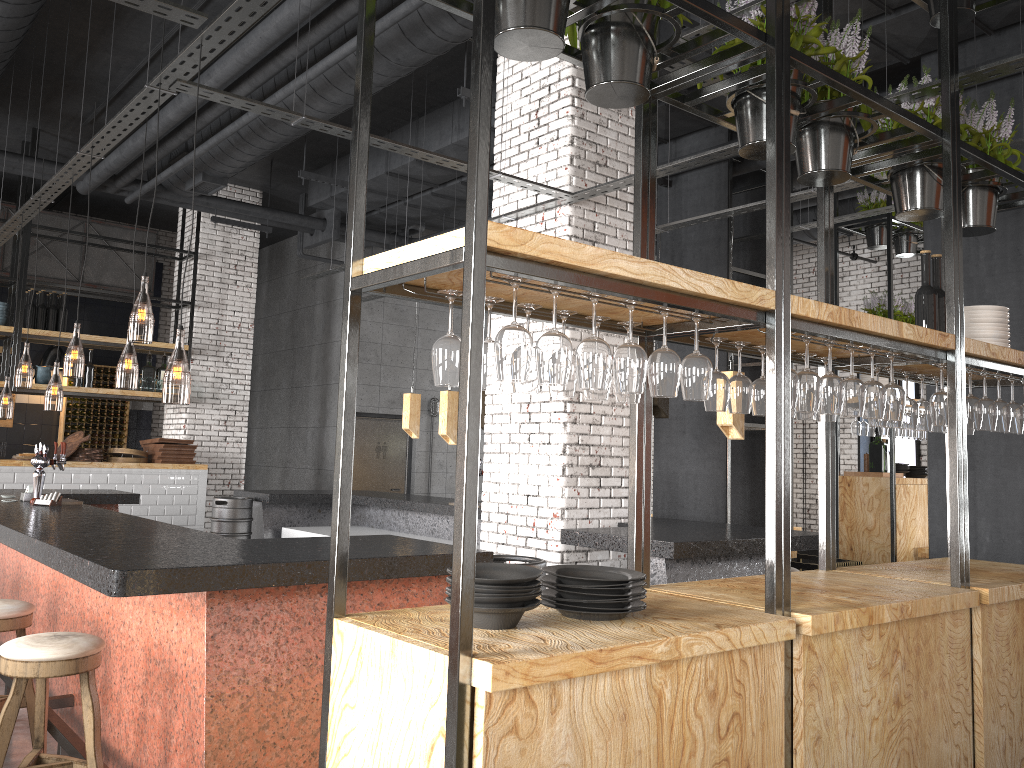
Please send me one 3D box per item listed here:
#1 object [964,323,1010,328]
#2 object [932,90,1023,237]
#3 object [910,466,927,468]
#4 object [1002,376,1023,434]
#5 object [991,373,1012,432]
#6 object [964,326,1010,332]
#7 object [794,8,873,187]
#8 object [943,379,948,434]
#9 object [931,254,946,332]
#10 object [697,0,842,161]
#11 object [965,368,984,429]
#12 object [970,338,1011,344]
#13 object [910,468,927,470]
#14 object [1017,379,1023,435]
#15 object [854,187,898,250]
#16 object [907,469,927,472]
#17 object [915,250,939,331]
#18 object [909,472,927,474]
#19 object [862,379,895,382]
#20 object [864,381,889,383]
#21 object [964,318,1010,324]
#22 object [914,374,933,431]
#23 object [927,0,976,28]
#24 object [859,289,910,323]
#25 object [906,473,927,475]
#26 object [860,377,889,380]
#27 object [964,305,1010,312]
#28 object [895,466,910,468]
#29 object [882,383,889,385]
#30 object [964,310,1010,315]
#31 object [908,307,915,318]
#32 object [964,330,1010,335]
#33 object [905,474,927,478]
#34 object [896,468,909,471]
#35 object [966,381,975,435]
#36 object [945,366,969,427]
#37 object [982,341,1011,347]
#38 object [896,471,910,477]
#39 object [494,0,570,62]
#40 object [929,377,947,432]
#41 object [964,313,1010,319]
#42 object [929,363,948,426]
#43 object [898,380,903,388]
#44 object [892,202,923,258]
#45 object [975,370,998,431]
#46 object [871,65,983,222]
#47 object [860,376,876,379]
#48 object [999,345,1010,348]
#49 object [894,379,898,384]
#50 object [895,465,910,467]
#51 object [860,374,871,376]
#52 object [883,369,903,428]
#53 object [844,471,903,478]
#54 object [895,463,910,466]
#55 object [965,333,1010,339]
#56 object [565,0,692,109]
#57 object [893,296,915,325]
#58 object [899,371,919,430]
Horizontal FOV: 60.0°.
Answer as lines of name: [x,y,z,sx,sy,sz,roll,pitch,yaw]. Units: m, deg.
object: [2.262,-0.265,4.367,0.334,0.043,0.334,-2,-6,34]
object: [2.298,-1.033,4.432,0.416,0.560,0.466,-4,-8,44]
object: [4.247,0.881,9.345,0.306,0.039,0.305,-1,-6,34]
object: [2.367,0.099,4.191,0.101,0.268,0.100,0,-6,14]
object: [2.253,0.088,4.099,0.101,0.268,0.100,0,-6,14]
object: [2.262,-0.245,4.366,0.334,0.039,0.334,5,-6,-31]
object: [1.296,-1.127,3.703,0.416,0.560,0.466,0,-6,18]
object: [2.186,0.112,4.412,0.101,0.268,0.100,0,-6,14]
object: [1.996,-0.373,4.159,0.098,0.472,0.098,0,-6,13]
object: [0.977,-1.163,3.408,0.467,0.560,0.415,2,-6,0]
object: [2.024,0.064,3.914,0.101,0.268,0.100,0,-6,14]
object: [2.260,-0.191,4.360,0.335,0.040,0.334,1,-5,15]
object: [4.247,0.907,9.341,0.305,0.037,0.305,6,-6,-38]
object: [2.481,0.111,4.284,0.101,0.268,0.100,0,-6,14]
object: [3.820,-1.698,9.277,0.416,0.560,0.466,-1,-6,25]
object: [4.247,0.922,9.339,0.306,0.042,0.305,1,-5,8]
object: [1.913,-0.382,4.091,0.098,0.472,0.098,0,-6,13]
object: [4.245,0.945,9.337,0.305,0.044,0.305,6,-6,-38]
object: [3.708,-0.020,9.000,0.334,0.041,0.334,0,-5,20]
object: [3.707,0.000,8.997,0.334,0.043,0.334,-2,-6,34]
object: [2.262,-0.284,4.370,0.334,0.041,0.334,0,-5,20]
object: [1.958,0.089,4.228,0.101,0.268,0.100,0,-6,14]
object: [2.261,-2.150,4.569,0.416,0.560,0.466,3,-6,-14]
object: [3.819,-0.585,9.133,0.467,0.560,0.415,0,-6,16]
object: [4.245,0.960,9.335,0.305,0.041,0.305,4,-5,-22]
object: [3.708,-0.039,9.002,0.334,0.044,0.334,0,-5,21]
object: [2.265,-0.342,4.376,0.334,0.039,0.334,0,-5,25]
object: [3.963,0.880,9.135,0.257,0.072,0.256,0,-5,23]
object: [3.707,0.019,8.995,0.334,0.039,0.334,5,-6,-31]
object: [2.264,-0.323,4.374,0.334,0.039,0.334,-1,-5,26]
object: [4.552,-0.506,9.783,0.416,0.560,0.466,1,-6,7]
object: [2.262,-0.230,4.364,0.334,0.040,0.334,3,-5,-17]
object: [4.245,0.971,9.334,0.306,0.035,0.305,2,-5,-1]
object: [3.961,0.905,9.133,0.257,0.076,0.256,6,-6,-39]
object: [2.300,0.124,4.505,0.101,0.268,0.100,0,-6,14]
object: [1.917,0.054,3.828,0.101,0.268,0.100,2,-6,-2]
object: [2.260,-0.171,4.358,0.334,0.037,0.334,0,-5,17]
object: [3.961,0.928,9.130,0.257,0.067,0.257,5,-6,-31]
object: [0.058,-1.261,2.602,0.467,0.560,0.415,2,-6,1]
object: [2.072,0.101,4.320,0.101,0.268,0.100,0,-6,14]
object: [2.263,-0.304,4.372,0.334,0.044,0.334,0,-5,21]
object: [1.818,0.044,3.748,0.101,0.268,0.100,2,-6,-2]
object: [4.031,-0.052,9.266,0.098,0.472,0.098,-1,-7,28]
object: [4.247,-1.659,9.577,0.467,0.560,0.415,1,-6,9]
object: [2.138,0.076,4.007,0.101,0.268,0.100,0,-6,14]
object: [1.913,-1.066,4.187,0.467,0.560,0.416,5,-7,-31]
object: [3.709,-0.058,9.004,0.334,0.039,0.334,-1,-5,26]
object: [2.258,-0.153,4.357,0.334,0.046,0.334,-1,-6,32]
object: [3.948,-0.061,9.198,0.098,0.472,0.098,-1,-7,28]
object: [3.962,0.875,9.136,0.256,0.072,0.257,6,-6,-39]
object: [3.710,-0.078,9.006,0.334,0.039,0.334,0,-5,25]
object: [1.736,0.067,4.049,0.101,0.268,0.100,2,-6,-2]
object: [3.646,0.915,8.941,0.411,0.050,0.411,6,-6,-40]
object: [3.964,0.850,9.139,0.257,0.076,0.256,2,-5,-2]
object: [2.260,-0.210,4.362,0.334,0.039,0.334,0,-5,17]
object: [0.349,-1.223,2.941,0.416,0.560,0.466,-1,-6,27]
object: [4.185,-0.544,9.477,0.467,0.560,0.416,7,-8,-44]
object: [1.843,0.078,4.136,0.101,0.268,0.100,0,-6,14]
